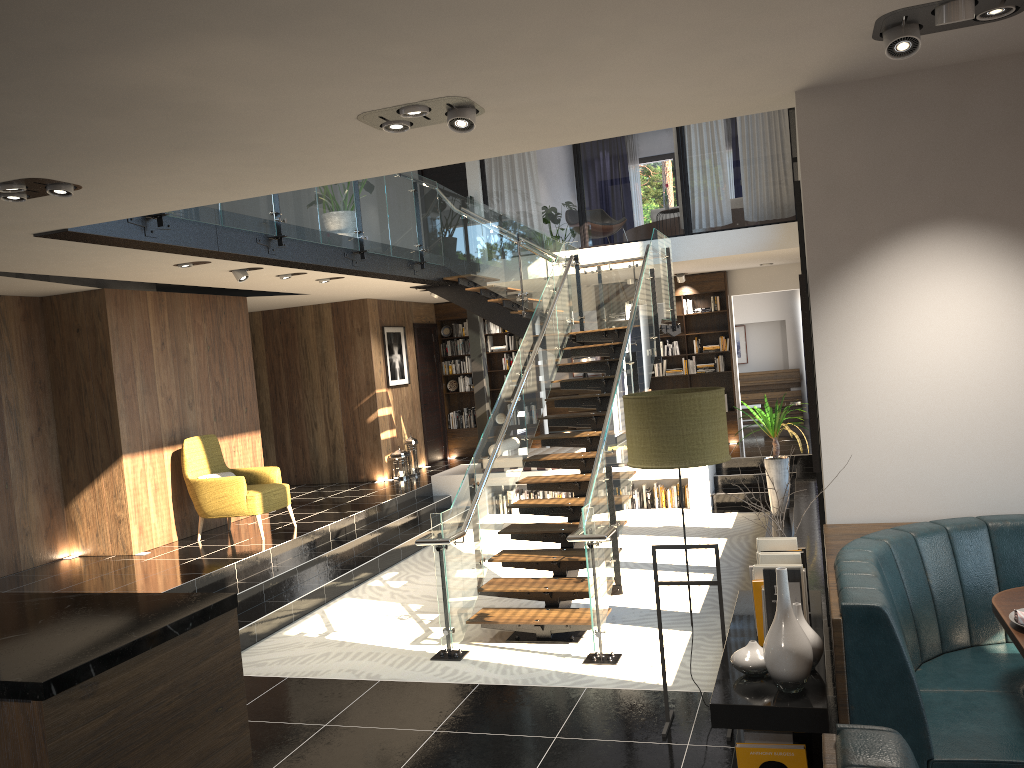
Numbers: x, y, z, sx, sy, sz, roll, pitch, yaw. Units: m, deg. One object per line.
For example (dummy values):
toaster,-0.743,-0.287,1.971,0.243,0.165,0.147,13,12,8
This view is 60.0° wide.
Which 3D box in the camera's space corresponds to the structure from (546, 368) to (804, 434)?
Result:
structure,2.560,0.414,17.915,6.278,0.982,0.885,-5,2,19

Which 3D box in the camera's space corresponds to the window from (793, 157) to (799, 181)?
window,2.281,-2.862,6.867,0.358,2.477,1.392,-4,2,19

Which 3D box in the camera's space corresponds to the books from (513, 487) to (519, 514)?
books,0.071,1.592,12.157,0.051,0.338,0.187,-4,2,19

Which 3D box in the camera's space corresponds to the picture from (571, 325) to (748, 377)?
picture,2.920,-0.643,17.918,3.544,0.749,0.035,-5,3,19

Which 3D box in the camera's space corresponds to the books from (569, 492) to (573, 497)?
books,0.811,1.558,11.988,0.030,0.284,0.176,-4,2,19

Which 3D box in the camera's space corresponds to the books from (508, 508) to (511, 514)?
books,-0.024,1.608,12.171,0.030,0.322,0.202,-4,2,19

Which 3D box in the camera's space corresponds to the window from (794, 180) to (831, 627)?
window,2.037,0.070,5.490,0.358,2.477,1.392,-4,2,19

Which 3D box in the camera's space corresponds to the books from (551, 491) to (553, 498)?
books,0.569,1.568,12.040,0.020,0.305,0.172,-4,2,19

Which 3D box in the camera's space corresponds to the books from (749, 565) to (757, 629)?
books,1.037,0.829,3.457,0.202,0.255,0.025,-4,3,19

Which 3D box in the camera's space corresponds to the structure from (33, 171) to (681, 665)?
structure,-0.414,-0.057,8.665,3.448,4.871,7.273,-4,2,18

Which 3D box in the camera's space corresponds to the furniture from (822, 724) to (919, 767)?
furniture,1.717,1.063,0.859,2.610,0.823,1.364,-5,2,19

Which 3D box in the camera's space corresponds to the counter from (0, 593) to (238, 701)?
counter,-2.600,0.784,2.831,3.574,0.041,0.697,-5,2,19

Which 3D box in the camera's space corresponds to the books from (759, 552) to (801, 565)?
books,1.044,0.804,3.423,0.155,0.306,0.032,-4,3,19

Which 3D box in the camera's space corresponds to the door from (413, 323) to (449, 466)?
door,-1.383,0.159,14.891,0.104,2.349,0.930,-4,3,19

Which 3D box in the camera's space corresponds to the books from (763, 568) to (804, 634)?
books,0.980,0.816,3.187,0.131,0.307,0.022,-4,3,19

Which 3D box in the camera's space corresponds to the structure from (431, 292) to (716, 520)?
structure,0.747,0.138,12.291,3.783,3.246,1.148,-4,3,19

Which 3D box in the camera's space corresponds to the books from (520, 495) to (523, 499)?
books,0.159,1.634,12.138,0.029,0.240,0.165,-4,2,19

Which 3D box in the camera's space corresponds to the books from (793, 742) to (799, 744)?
books,0.916,1.321,3.111,0.156,0.025,0.274,-4,2,22

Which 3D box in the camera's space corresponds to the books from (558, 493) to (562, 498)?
books,0.678,1.596,11.991,0.028,0.233,0.205,-4,2,19

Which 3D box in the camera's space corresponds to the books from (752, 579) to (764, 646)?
books,0.978,0.842,3.270,0.162,0.250,0.028,-4,3,19

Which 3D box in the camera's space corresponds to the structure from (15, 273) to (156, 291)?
structure,-6.258,0.460,8.236,1.964,3.019,6.656,-4,2,19

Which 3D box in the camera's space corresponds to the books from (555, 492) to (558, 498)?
books,0.625,1.590,12.044,0.034,0.252,0.151,-4,2,19

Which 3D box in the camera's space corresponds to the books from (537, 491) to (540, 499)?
books,0.395,1.585,12.089,0.033,0.300,0.195,-4,2,19

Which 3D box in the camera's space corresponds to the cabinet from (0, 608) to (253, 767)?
cabinet,-2.555,1.301,2.854,3.565,0.994,0.697,-5,2,19

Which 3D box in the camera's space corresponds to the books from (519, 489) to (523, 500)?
books,0.133,1.599,12.146,0.021,0.313,0.139,-4,3,19

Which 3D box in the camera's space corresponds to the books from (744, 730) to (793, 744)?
books,0.863,1.287,2.954,0.156,0.263,0.025,-4,3,19

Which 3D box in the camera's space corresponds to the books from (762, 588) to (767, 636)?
books,0.981,0.855,3.214,0.129,0.227,0.026,-4,3,19

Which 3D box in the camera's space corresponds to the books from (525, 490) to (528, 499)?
books,0.211,1.601,12.157,0.020,0.296,0.102,-4,3,19

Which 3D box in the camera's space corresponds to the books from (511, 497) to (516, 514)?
books,0.030,1.610,12.151,0.028,0.310,0.211,-4,2,19

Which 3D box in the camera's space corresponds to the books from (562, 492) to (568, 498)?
books,0.717,1.580,11.986,0.050,0.258,0.215,-4,2,19

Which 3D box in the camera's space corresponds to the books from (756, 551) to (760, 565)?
books,1.076,0.812,3.565,0.160,0.276,0.030,-4,3,19

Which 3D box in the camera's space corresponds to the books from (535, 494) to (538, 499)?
books,0.366,1.619,12.125,0.050,0.234,0.149,-4,2,19

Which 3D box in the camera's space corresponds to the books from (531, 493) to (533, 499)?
books,0.303,1.611,12.140,0.019,0.261,0.182,-4,2,19

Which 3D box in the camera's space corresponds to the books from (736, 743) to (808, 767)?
books,0.864,1.303,2.922,0.231,0.232,0.037,-4,3,19

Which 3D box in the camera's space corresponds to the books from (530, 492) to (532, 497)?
books,0.289,1.612,12.163,0.023,0.260,0.133,-4,2,19

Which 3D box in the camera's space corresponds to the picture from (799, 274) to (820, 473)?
picture,1.477,-0.068,4.410,0.028,0.912,0.748,-4,2,19

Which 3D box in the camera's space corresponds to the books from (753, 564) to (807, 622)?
books,0.996,0.818,3.290,0.177,0.294,0.024,-4,3,19

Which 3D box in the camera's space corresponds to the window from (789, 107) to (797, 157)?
window,1.783,-2.772,5.366,0.358,2.477,1.392,-4,2,19

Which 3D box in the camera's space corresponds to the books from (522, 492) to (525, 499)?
books,0.185,1.616,12.142,0.021,0.271,0.148,-4,2,19

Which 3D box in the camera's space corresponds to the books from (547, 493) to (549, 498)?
books,0.521,1.602,12.046,0.027,0.246,0.193,-4,2,19

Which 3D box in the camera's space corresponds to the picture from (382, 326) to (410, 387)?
picture,-1.781,-0.433,13.690,0.028,0.912,0.748,-4,2,19

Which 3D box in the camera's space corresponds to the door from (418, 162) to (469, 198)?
door,-1.092,-2.902,15.127,0.931,2.349,0.104,-4,3,19

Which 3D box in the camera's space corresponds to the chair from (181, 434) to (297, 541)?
chair,-2.972,1.082,9.595,1.031,1.098,0.807,-4,2,18

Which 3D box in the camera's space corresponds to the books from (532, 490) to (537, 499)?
books,0.322,1.599,12.124,0.028,0.283,0.172,-4,2,19

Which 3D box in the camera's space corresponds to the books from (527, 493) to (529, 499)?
books,0.248,1.621,12.194,0.026,0.247,0.149,-4,2,19

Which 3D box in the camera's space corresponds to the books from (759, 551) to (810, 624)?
books,1.067,0.804,3.475,0.169,0.298,0.032,-4,3,19

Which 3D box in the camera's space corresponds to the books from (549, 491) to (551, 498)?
books,0.549,1.569,12.052,0.026,0.305,0.187,-4,2,19

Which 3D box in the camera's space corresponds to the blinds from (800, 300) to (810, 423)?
blinds,5.337,-0.631,16.108,0.161,2.772,1.079,-4,3,17

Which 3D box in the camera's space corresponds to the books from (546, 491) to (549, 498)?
books,0.502,1.582,12.075,0.025,0.287,0.169,-4,2,19

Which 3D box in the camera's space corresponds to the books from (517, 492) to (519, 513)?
books,0.109,1.617,12.146,0.025,0.283,0.149,-4,2,19

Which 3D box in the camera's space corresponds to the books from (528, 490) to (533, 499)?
books,0.270,1.601,12.184,0.025,0.285,0.137,-4,2,19

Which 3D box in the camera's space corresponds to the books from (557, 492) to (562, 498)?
books,0.658,1.566,12.042,0.036,0.294,0.128,-4,3,19

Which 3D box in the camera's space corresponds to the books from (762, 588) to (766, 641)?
books,0.990,0.857,3.239,0.145,0.221,0.026,-4,3,19

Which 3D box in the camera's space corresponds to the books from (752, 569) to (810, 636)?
books,1.023,0.833,3.373,0.194,0.255,0.034,-4,3,19

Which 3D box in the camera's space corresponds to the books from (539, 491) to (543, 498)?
books,0.427,1.585,12.092,0.025,0.293,0.205,-4,2,19

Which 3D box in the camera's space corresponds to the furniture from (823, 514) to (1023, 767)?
furniture,2.435,0.938,2.895,2.610,0.823,1.364,-5,2,19

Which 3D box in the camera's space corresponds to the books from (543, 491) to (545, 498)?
books,0.459,1.593,12.101,0.029,0.271,0.128,-4,3,19

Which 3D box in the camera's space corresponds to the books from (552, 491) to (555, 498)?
books,0.591,1.572,12.038,0.023,0.293,0.157,-4,2,19
